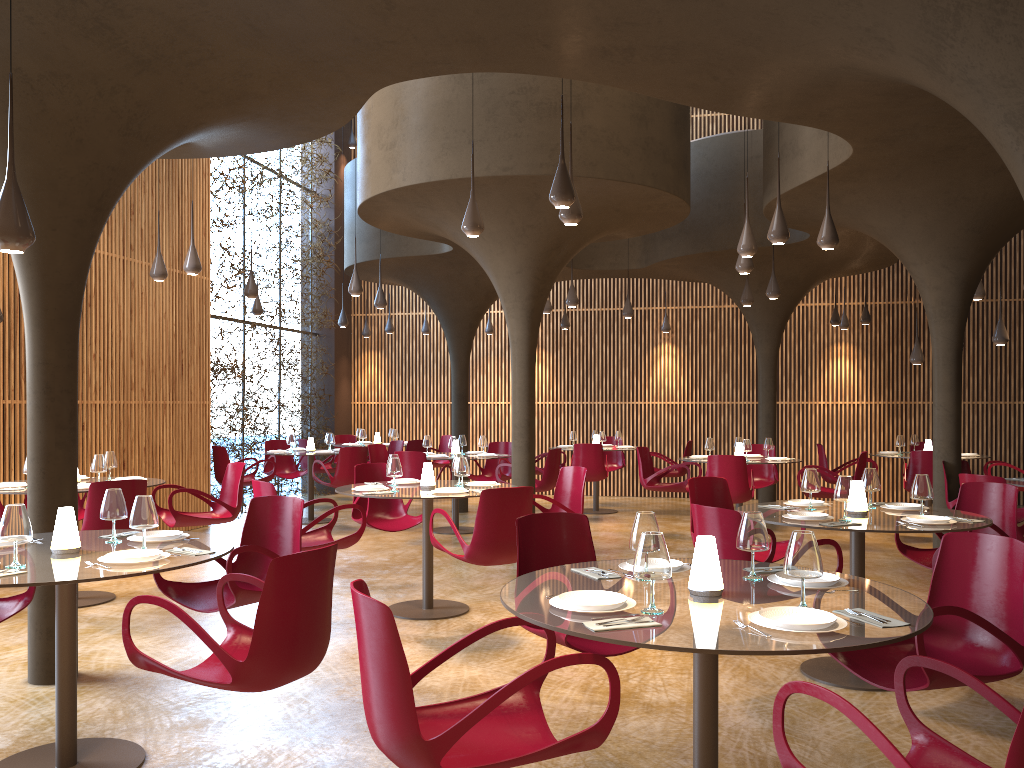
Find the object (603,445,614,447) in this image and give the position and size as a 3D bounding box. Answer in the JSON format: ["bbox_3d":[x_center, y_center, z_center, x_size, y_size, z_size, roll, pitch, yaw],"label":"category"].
[{"bbox_3d":[2.026,1.346,19.302,0.398,0.017,0.398,0,-1,10],"label":"object"}]

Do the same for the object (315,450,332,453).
[{"bbox_3d":[-3.543,1.276,16.678,0.316,0.035,0.316,1,-1,-27],"label":"object"}]

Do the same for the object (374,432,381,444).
[{"bbox_3d":[-3.077,1.240,20.264,0.173,0.278,0.171,0,0,-13],"label":"object"}]

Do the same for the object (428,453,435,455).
[{"bbox_3d":[-1.603,1.275,16.134,0.398,0.017,0.398,-1,-2,39],"label":"object"}]

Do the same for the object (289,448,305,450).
[{"bbox_3d":[-4.294,1.298,17.686,0.316,0.035,0.316,1,-2,-40],"label":"object"}]

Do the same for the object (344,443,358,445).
[{"bbox_3d":[-3.613,1.348,19.884,0.315,0.035,0.316,0,-1,0],"label":"object"}]

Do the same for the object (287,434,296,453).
[{"bbox_3d":[-4.161,1.125,16.755,0.170,0.354,0.170,0,0,12],"label":"object"}]

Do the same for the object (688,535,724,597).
[{"bbox_3d":[0.946,0.883,4.325,0.173,0.278,0.171,0,0,31],"label":"object"}]

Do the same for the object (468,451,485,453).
[{"bbox_3d":[-0.663,1.270,16.428,0.315,0.035,0.316,0,-1,14],"label":"object"}]

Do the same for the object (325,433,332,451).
[{"bbox_3d":[-3.611,1.141,17.498,0.170,0.354,0.170,0,0,-38],"label":"object"}]

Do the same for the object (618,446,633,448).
[{"bbox_3d":[2.374,1.318,18.560,0.315,0.035,0.316,0,-1,-9],"label":"object"}]

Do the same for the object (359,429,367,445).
[{"bbox_3d":[-3.338,1.194,19.835,0.170,0.354,0.170,0,0,12],"label":"object"}]

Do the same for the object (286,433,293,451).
[{"bbox_3d":[-4.350,1.139,17.411,0.170,0.354,0.170,0,0,24],"label":"object"}]

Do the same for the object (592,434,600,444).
[{"bbox_3d":[1.775,1.205,18.717,0.171,0.278,0.173,0,0,-3],"label":"object"}]

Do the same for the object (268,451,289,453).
[{"bbox_3d":[-4.437,1.290,16.804,0.398,0.017,0.398,0,-1,-7],"label":"object"}]

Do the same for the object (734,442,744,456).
[{"bbox_3d":[3.811,1.119,14.866,0.171,0.278,0.173,0,0,-13],"label":"object"}]

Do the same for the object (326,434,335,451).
[{"bbox_3d":[-3.469,1.129,16.947,0.170,0.354,0.170,0,0,28],"label":"object"}]

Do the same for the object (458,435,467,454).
[{"bbox_3d":[-0.918,1.115,16.313,0.170,0.354,0.170,0,0,0],"label":"object"}]

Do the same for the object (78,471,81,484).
[{"bbox_3d":[-5.083,1.016,10.247,0.173,0.278,0.171,0,0,-3],"label":"object"}]

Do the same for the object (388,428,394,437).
[{"bbox_3d":[-2.787,1.210,20.578,0.170,0.354,0.170,0,0,30],"label":"object"}]

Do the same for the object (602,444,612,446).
[{"bbox_3d":[2.026,1.335,19.302,0.315,0.035,0.316,-1,-1,23],"label":"object"}]

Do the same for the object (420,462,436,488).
[{"bbox_3d":[-0.929,1.005,9.780,0.171,0.278,0.173,0,0,5],"label":"object"}]

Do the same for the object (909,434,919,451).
[{"bbox_3d":[7.526,1.121,16.578,0.170,0.354,0.170,0,0,-5],"label":"object"}]

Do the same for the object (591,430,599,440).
[{"bbox_3d":[1.795,1.178,19.144,0.170,0.354,0.170,0,0,12],"label":"object"}]

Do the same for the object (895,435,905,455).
[{"bbox_3d":[7.048,1.110,16.091,0.170,0.354,0.170,0,0,-29],"label":"object"}]

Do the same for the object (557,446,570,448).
[{"bbox_3d":[1.152,1.336,18.849,0.398,0.017,0.398,-1,-1,26],"label":"object"}]

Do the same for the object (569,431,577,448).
[{"bbox_3d":[1.285,1.166,18.602,0.170,0.354,0.170,0,0,-16],"label":"object"}]

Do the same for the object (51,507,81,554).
[{"bbox_3d":[-2.785,0.910,5.535,0.171,0.278,0.173,0,0,-10],"label":"object"}]

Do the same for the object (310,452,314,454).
[{"bbox_3d":[-3.548,1.289,16.675,0.493,0.014,0.245,1,-1,-31],"label":"object"}]

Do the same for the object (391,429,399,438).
[{"bbox_3d":[-2.645,1.198,20.027,0.170,0.354,0.170,0,0,-28],"label":"object"}]

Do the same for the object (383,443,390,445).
[{"bbox_3d":[-2.719,1.345,19.758,0.315,0.035,0.316,0,-1,5],"label":"object"}]

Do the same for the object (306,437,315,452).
[{"bbox_3d":[-3.901,1.171,17.184,0.171,0.278,0.173,0,0,-23],"label":"object"}]

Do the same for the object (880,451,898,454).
[{"bbox_3d":[6.954,1.269,16.356,0.316,0.035,0.316,-1,-1,25],"label":"object"}]

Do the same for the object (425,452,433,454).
[{"bbox_3d":[-1.603,1.264,16.134,0.315,0.035,0.316,0,-1,13],"label":"object"}]

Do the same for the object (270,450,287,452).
[{"bbox_3d":[-4.437,1.279,16.804,0.315,0.035,0.316,0,-1,-16],"label":"object"}]

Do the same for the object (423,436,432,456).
[{"bbox_3d":[-1.514,1.105,15.867,0.170,0.354,0.170,0,0,-39],"label":"object"}]

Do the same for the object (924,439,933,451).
[{"bbox_3d":[7.549,1.146,16.076,0.173,0.278,0.171,0,0,8],"label":"object"}]

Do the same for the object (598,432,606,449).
[{"bbox_3d":[1.851,1.158,18.221,0.170,0.354,0.170,0,0,5],"label":"object"}]

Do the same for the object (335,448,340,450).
[{"bbox_3d":[-3.332,1.293,17.470,0.315,0.035,0.316,0,-1,5],"label":"object"}]

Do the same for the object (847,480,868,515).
[{"bbox_3d":[2.911,0.954,7.470,0.171,0.278,0.173,0,0,-28],"label":"object"}]

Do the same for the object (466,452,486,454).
[{"bbox_3d":[-0.663,1.282,16.428,0.398,0.017,0.398,0,-1,-5],"label":"object"}]

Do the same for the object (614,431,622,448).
[{"bbox_3d":[2.258,1.171,18.813,0.170,0.354,0.170,0,0,-34],"label":"object"}]

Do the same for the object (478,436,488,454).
[{"bbox_3d":[-0.520,1.106,15.906,0.170,0.354,0.170,0,0,-13],"label":"object"}]

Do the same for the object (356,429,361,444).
[{"bbox_3d":[-3.526,1.208,20.491,0.170,0.354,0.170,0,0,13],"label":"object"}]

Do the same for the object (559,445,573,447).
[{"bbox_3d":[1.152,1.324,18.849,0.316,0.035,0.316,1,-2,-42],"label":"object"}]

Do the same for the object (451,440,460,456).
[{"bbox_3d":[-1.012,1.142,15.896,0.171,0.278,0.173,0,0,-33],"label":"object"}]

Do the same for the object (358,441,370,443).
[{"bbox_3d":[-3.470,1.367,20.765,0.316,0.035,0.316,1,-2,-34],"label":"object"}]

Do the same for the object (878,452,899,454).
[{"bbox_3d":[6.954,1.280,16.356,0.398,0.017,0.398,-1,-2,41],"label":"object"}]

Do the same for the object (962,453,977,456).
[{"bbox_3d":[8.078,1.254,15.722,0.315,0.035,0.316,0,-1,8],"label":"object"}]
